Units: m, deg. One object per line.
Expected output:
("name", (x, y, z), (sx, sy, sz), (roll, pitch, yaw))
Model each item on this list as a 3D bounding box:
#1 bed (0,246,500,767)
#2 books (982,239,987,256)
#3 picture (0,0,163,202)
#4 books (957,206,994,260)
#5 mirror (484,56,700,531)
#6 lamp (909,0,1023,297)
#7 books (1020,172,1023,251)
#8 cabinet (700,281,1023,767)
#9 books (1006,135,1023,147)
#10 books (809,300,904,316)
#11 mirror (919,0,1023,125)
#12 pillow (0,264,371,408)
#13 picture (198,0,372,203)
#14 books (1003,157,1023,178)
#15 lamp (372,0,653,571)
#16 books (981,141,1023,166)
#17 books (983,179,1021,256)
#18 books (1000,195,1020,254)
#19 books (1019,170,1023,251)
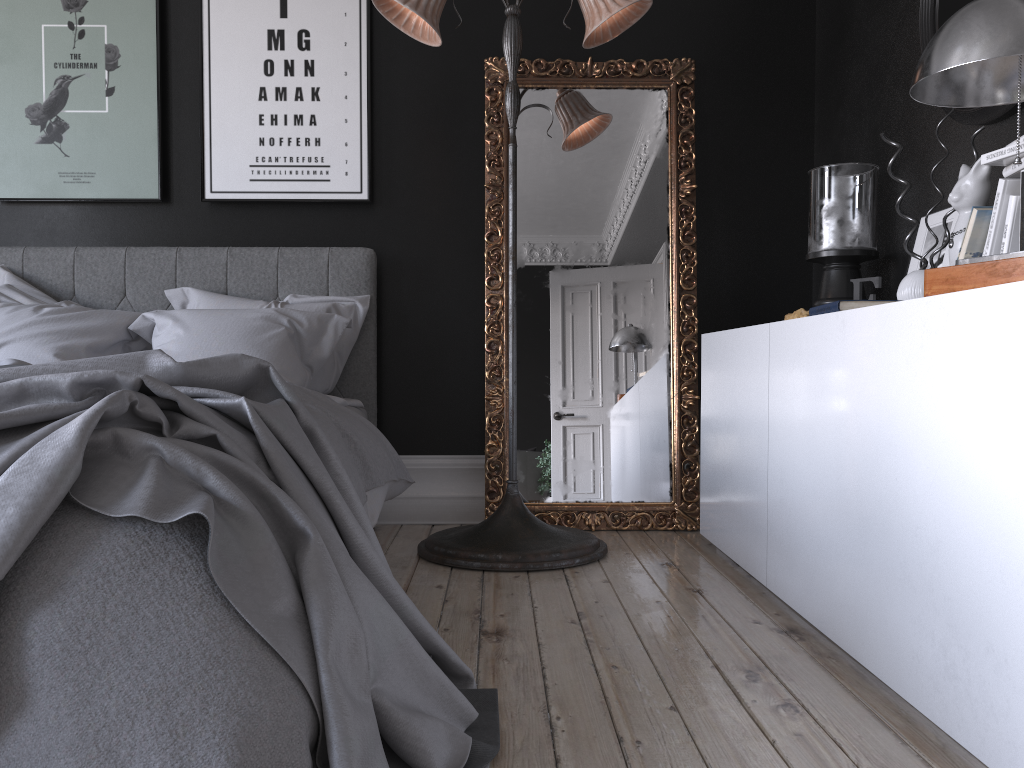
("bed", (-1.594, 0.045, 2.607), (2.765, 1.299, 3.281), (0, 1, -12))
("books", (1.235, -0.302, 2.147), (0.195, 0.245, 0.132), (0, 2, -1))
("picture", (-2.023, -1.387, 4.101), (0.791, 1.079, 0.014), (0, 2, -1))
("books", (1.204, -0.304, 2.188), (0.203, 0.246, 0.158), (0, 2, -1))
("mirror", (0.367, -0.428, 4.098), (0.991, 2.193, 0.254), (0, 2, -1))
("lamp", (0.944, -0.468, 1.696), (0.328, 0.591, 0.340), (-1, 2, -21))
("books", (1.214, -0.321, 1.944), (0.193, 0.290, 0.030), (0, 2, -1))
("cabinet", (1.099, 0.254, 2.535), (0.570, 0.883, 2.395), (0, 1, -1))
("books", (1.264, -0.551, 1.952), (0.220, 0.030, 0.306), (0, 1, 9))
("books", (0.928, -0.199, 2.370), (0.193, 0.030, 0.289), (0, 1, 5))
("mirror", (1.435, -1.248, 2.620), (0.061, 0.925, 0.923), (0, 2, -1))
("pillow", (-1.555, -0.160, 3.712), (1.830, 0.760, 0.679), (0, 2, -1))
("picture", (-1.053, -1.387, 4.118), (0.791, 1.079, 0.014), (0, 2, -1))
("books", (1.238, -0.498, 1.959), (0.195, 0.026, 0.258), (0, 1, 9))
("lamp", (0.003, -0.534, 3.555), (0.986, 2.413, 0.772), (1, 2, 32))
("books", (1.237, -0.523, 1.951), (0.220, 0.024, 0.307), (0, 1, -11))
("books", (1.234, -0.327, 2.098), (0.220, 0.296, 0.126), (0, 2, -1))
("books", (1.237, -0.307, 2.066), (0.195, 0.256, 0.091), (0, 2, -1))
("books", (1.264, -0.330, 2.005), (0.221, 0.307, 0.030), (0, 2, -1))
